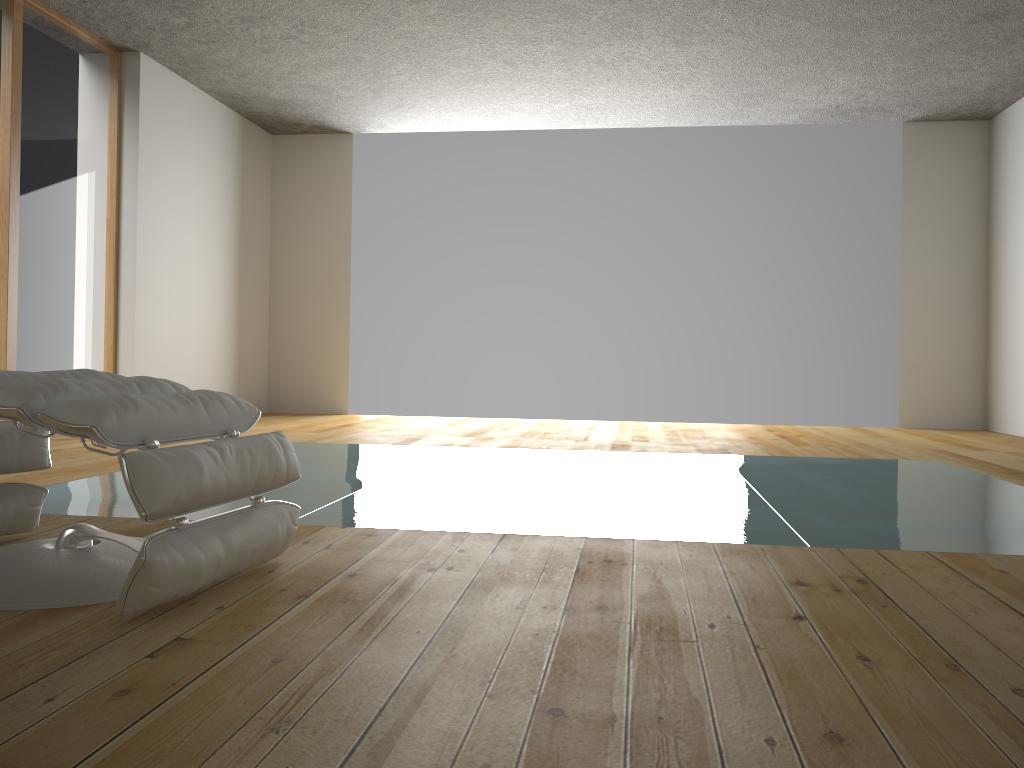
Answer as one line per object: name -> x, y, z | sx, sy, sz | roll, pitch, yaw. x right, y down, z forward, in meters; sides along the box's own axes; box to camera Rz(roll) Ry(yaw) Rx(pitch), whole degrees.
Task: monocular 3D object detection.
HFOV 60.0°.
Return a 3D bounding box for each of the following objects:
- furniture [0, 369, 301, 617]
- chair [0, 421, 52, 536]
furniture -> -0.874, 0.190, 1.884 | 0.686, 0.439, 0.569 | 1, 1, 14
chair -> -1.684, -0.096, 2.270 | 0.914, 0.969, 0.569 | 1, 0, 33
